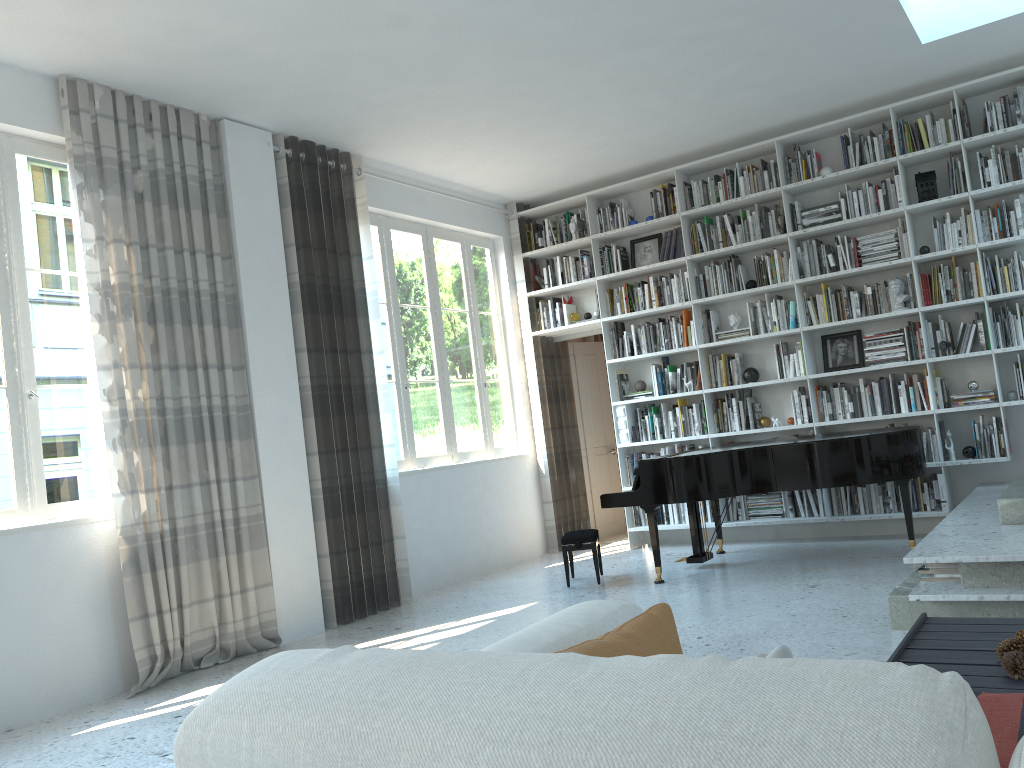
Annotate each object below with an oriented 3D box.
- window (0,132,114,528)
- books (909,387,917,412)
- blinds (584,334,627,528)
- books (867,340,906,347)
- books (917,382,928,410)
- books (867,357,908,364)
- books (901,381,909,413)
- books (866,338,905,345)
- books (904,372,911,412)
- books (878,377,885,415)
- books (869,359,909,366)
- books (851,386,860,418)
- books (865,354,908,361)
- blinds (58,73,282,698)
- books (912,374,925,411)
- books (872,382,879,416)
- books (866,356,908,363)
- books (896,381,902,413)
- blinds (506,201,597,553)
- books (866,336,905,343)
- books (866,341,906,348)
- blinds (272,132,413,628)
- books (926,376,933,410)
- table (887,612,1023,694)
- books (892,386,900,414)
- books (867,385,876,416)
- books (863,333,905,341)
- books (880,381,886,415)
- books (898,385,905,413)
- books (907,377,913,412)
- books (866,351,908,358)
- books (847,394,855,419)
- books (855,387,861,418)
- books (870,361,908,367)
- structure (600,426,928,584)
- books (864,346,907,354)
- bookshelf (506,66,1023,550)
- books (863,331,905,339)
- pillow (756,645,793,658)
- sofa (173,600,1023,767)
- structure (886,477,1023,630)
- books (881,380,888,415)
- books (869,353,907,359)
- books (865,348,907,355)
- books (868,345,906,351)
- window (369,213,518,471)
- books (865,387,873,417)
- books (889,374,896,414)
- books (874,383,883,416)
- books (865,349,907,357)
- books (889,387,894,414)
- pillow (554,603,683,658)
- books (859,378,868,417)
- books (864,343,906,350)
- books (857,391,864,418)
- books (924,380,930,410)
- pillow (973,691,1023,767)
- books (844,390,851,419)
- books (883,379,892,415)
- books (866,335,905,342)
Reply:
[{"bbox_3d":[-11.486,-5.548,20.819,32.836,18.527,18.525,-10,-4,37],"label":"window"},{"bbox_3d":[2.961,0.111,6.523,0.023,0.183,0.169,-9,-4,33],"label":"books"},{"bbox_3d":[1.029,-0.093,9.380,0.140,3.229,0.776,-9,-4,33],"label":"blinds"},{"bbox_3d":[2.801,-0.303,6.637,0.254,0.012,0.161,-9,-4,30],"label":"books"},{"bbox_3d":[3.017,0.087,6.487,0.042,0.212,0.169,-9,-4,33],"label":"books"},{"bbox_3d":[2.814,-0.172,6.626,0.285,0.012,0.159,-9,-4,28],"label":"books"},{"bbox_3d":[2.918,0.093,6.557,0.023,0.234,0.174,-9,-4,33],"label":"books"},{"bbox_3d":[2.799,-0.315,6.635,0.254,0.012,0.161,-9,-4,29],"label":"books"},{"bbox_3d":[2.936,0.061,6.558,0.014,0.293,0.137,-9,-4,33],"label":"books"},{"bbox_3d":[2.794,0.089,6.667,0.014,0.286,0.134,-9,-4,33],"label":"books"},{"bbox_3d":[2.819,-0.160,6.631,0.254,0.012,0.161,-9,-5,35],"label":"books"},{"bbox_3d":[2.626,0.138,6.749,0.029,0.237,0.165,-9,-4,33],"label":"books"},{"bbox_3d":[2.811,-0.196,6.627,0.285,0.012,0.159,-10,-5,38],"label":"books"},{"bbox_3d":[-1.890,-0.051,4.953,0.183,3.259,1.025,-9,-4,32],"label":"blinds"},{"bbox_3d":[2.991,0.062,6.516,0.026,0.272,0.175,-9,-4,33],"label":"books"},{"bbox_3d":[2.760,0.110,6.693,0.025,0.254,0.136,-9,-4,33],"label":"books"},{"bbox_3d":[2.818,-0.184,6.634,0.285,0.012,0.159,-9,-4,32],"label":"books"},{"bbox_3d":[2.890,0.098,6.590,0.014,0.235,0.154,-9,-4,33],"label":"books"},{"bbox_3d":[0.380,-0.079,8.396,0.140,3.229,0.776,-9,-4,33],"label":"blinds"},{"bbox_3d":[2.798,-0.327,6.638,0.254,0.012,0.161,-9,-4,30],"label":"books"},{"bbox_3d":[2.803,-0.291,6.636,0.254,0.012,0.161,-10,-5,36],"label":"books"},{"bbox_3d":[-1.158,-0.047,6.066,0.140,3.229,0.776,-9,-4,33],"label":"blinds"},{"bbox_3d":[3.062,0.063,6.451,0.033,0.246,0.176,-9,-4,33],"label":"books"},{"bbox_3d":[1.745,0.894,2.484,1.271,0.218,1.257,-9,-4,33],"label":"table"},{"bbox_3d":[2.870,0.114,6.591,0.024,0.207,0.183,-9,-4,33],"label":"books"},{"bbox_3d":[2.729,0.123,6.696,0.031,0.237,0.159,-9,-4,33],"label":"books"},{"bbox_3d":[2.797,-0.351,6.641,0.285,0.012,0.159,-9,-5,35],"label":"books"},{"bbox_3d":[2.803,0.104,6.654,0.011,0.251,0.158,-9,-4,33],"label":"books"},{"bbox_3d":[2.901,0.111,6.569,0.023,0.204,0.167,-9,-4,33],"label":"books"},{"bbox_3d":[2.955,0.077,6.556,0.014,0.256,0.145,-9,-4,33],"label":"books"},{"bbox_3d":[2.815,-0.219,6.638,0.285,0.012,0.159,-9,-4,33],"label":"books"},{"bbox_3d":[2.602,0.169,6.758,0.029,0.183,0.174,-9,-4,33],"label":"books"},{"bbox_3d":[2.650,0.139,6.746,0.013,0.230,0.138,-9,-4,33],"label":"books"},{"bbox_3d":[2.818,-0.148,6.627,0.254,0.012,0.161,-9,-4,29],"label":"books"},{"bbox_3d":[1.772,0.811,6.007,1.920,0.832,1.334,-9,-4,33],"label":"structure"},{"bbox_3d":[2.804,-0.255,6.630,0.285,0.012,0.159,-10,-5,38],"label":"books"},{"bbox_3d":[2.818,-0.426,6.549,6.302,3.140,0.330,-9,-4,33],"label":"bookshelf"},{"bbox_3d":[2.791,-0.363,6.636,0.285,0.012,0.159,-9,-4,28],"label":"books"},{"bbox_3d":[0.230,0.513,0.956,0.237,0.354,0.482,-9,-4,29],"label":"pillow"},{"bbox_3d":[0.815,0.557,0.615,2.196,0.853,0.871,-9,-4,33],"label":"sofa"},{"bbox_3d":[3.644,0.576,4.401,2.902,0.659,3.112,-9,-4,33],"label":"structure"},{"bbox_3d":[2.805,0.098,6.639,0.010,0.261,0.181,-9,-4,33],"label":"books"},{"bbox_3d":[2.810,-0.208,6.628,0.254,0.012,0.161,-9,-4,28],"label":"books"},{"bbox_3d":[2.810,-0.243,6.635,0.285,0.012,0.159,-9,-5,35],"label":"books"},{"bbox_3d":[2.803,-0.267,6.631,0.254,0.012,0.161,-9,-4,28],"label":"books"},{"bbox_3d":[-0.589,-0.331,7.301,0.073,2.008,1.982,-9,-4,33],"label":"window"},{"bbox_3d":[2.712,0.135,6.716,0.025,0.220,0.140,-9,-4,33],"label":"books"},{"bbox_3d":[2.851,0.072,6.605,0.012,0.296,0.177,-9,-4,33],"label":"books"},{"bbox_3d":[2.766,0.112,6.657,0.026,0.245,0.191,-9,-4,33],"label":"books"},{"bbox_3d":[2.812,-0.231,6.637,0.285,0.012,0.159,-9,-4,34],"label":"books"},{"bbox_3d":[2.848,0.121,6.620,0.021,0.202,0.128,-9,-4,33],"label":"books"},{"bbox_3d":[0.114,0.474,1.087,0.200,0.339,0.462,-8,-4,27],"label":"pillow"},{"bbox_3d":[2.682,0.103,6.724,0.026,0.291,0.152,-9,-4,33],"label":"books"},{"bbox_3d":[2.802,-0.279,6.631,0.285,0.012,0.159,-10,-5,38],"label":"books"},{"bbox_3d":[2.660,0.154,6.725,0.023,0.196,0.165,-9,-4,33],"label":"books"},{"bbox_3d":[3.039,0.082,6.473,0.011,0.216,0.166,-9,-4,33],"label":"books"},{"bbox_3d":[0.439,0.396,0.706,0.489,0.349,0.197,-9,-4,31],"label":"pillow"},{"bbox_3d":[2.581,0.156,6.776,0.023,0.217,0.174,-9,-4,33],"label":"books"},{"bbox_3d":[2.817,0.094,6.623,0.028,0.264,0.161,-9,-4,33],"label":"books"},{"bbox_3d":[2.796,-0.339,6.637,0.254,0.012,0.161,-9,-4,29],"label":"books"}]
